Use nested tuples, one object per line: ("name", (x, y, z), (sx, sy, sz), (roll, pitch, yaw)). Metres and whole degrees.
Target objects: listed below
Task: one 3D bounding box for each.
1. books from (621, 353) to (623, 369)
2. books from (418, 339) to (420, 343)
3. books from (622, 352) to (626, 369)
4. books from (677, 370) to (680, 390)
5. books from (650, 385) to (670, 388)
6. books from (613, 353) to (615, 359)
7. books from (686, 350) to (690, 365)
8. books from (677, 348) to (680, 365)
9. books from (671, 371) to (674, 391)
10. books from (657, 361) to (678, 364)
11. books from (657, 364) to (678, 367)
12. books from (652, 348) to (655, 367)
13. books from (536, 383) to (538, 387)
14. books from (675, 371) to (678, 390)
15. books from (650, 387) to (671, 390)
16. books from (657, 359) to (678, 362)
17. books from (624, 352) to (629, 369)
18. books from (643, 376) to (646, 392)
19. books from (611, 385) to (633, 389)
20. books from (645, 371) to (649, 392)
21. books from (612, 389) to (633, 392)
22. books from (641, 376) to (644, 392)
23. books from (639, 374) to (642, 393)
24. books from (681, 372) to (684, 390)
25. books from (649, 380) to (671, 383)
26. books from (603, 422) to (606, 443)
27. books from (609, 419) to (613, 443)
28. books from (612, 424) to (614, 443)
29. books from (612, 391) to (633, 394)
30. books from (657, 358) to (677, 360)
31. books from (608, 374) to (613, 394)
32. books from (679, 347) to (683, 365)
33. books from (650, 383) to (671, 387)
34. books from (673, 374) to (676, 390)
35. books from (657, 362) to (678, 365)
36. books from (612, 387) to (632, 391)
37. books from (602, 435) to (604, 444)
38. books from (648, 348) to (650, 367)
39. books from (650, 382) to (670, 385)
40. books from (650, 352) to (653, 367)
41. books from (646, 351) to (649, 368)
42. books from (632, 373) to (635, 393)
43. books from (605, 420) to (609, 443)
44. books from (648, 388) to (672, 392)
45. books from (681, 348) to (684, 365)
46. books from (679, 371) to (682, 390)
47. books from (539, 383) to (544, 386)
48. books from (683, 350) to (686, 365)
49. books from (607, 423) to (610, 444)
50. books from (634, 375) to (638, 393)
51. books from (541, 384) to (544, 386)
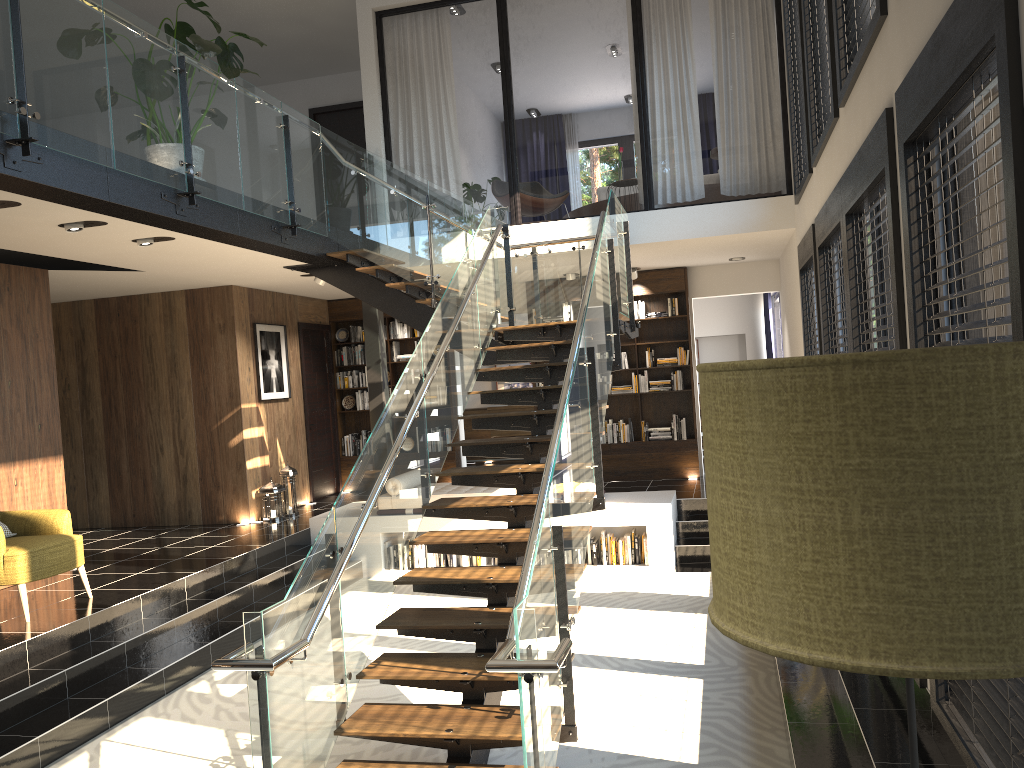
("books", (1.433, -0.296, 11.567), (0.030, 0.208, 0.119), (-4, 1, 13))
("books", (-1.253, -0.475, 12.188), (0.049, 0.286, 0.259), (-4, 1, 14))
("books", (1.455, -0.304, 11.541), (0.024, 0.220, 0.148), (-4, 1, 13))
("books", (2.137, -0.048, 11.354), (0.026, 0.251, 0.178), (-4, 1, 13))
("books", (1.915, 0.034, 11.440), (0.247, 0.022, 0.148), (-4, 0, 14))
("books", (1.345, -0.319, 11.555), (0.032, 0.265, 0.149), (-4, 1, 13))
("books", (2.252, -0.342, 11.349), (0.051, 0.194, 0.192), (-4, 1, 14))
("books", (2.146, -0.348, 11.394), (0.026, 0.219, 0.156), (-4, 1, 13))
("books", (2.065, -0.039, 11.374), (0.030, 0.244, 0.176), (-4, 1, 13))
("books", (2.006, -0.282, 11.436), (0.259, 0.020, 0.167), (-4, 0, 12))
("books", (2.010, -0.240, 11.441), (0.266, 0.021, 0.156), (-4, 0, 11))
("books", (1.834, -0.339, 11.488), (0.025, 0.243, 0.119), (-4, 1, 13))
("books", (0.351, 0.086, 11.847), (0.025, 0.227, 0.156), (-4, 1, 13))
("books", (2.119, -0.044, 11.380), (0.023, 0.246, 0.147), (-4, 1, 13))
("books", (1.914, 0.056, 11.431), (0.274, 0.022, 0.156), (-4, 0, 10))
("books", (2.004, -0.302, 11.434), (0.260, 0.020, 0.167), (-4, 0, 11))
("books", (1.489, -0.306, 11.535), (0.046, 0.219, 0.145), (-4, 1, 13))
("books", (1.715, 0.001, 11.452), (0.026, 0.210, 0.184), (-4, 1, 13))
("books", (1.430, 0.039, 11.545), (0.274, 0.025, 0.156), (-4, 0, 17))
("books", (1.743, -0.035, 11.455), (0.031, 0.277, 0.168), (-4, 1, 13))
("books", (1.433, 0.088, 11.545), (0.275, 0.025, 0.156), (-4, 0, 9))
("books", (1.693, 0.000, 11.477), (0.029, 0.214, 0.149), (-4, 1, 13))
("books", (1.669, -0.007, 11.495), (0.025, 0.232, 0.156), (-4, 1, 13))
("books", (2.188, -0.038, 11.383), (0.012, 0.224, 0.097), (-4, 1, 13))
("books", (1.909, -0.030, 11.433), (0.272, 0.022, 0.156), (-4, 0, 12))
("books", (1.218, 0.634, 11.616), (0.031, 0.280, 0.141), (-4, 1, 13))
("books", (1.302, 0.616, 11.589), (0.032, 0.306, 0.155), (-4, 1, 13))
("books", (1.327, 0.644, 11.571), (0.023, 0.246, 0.148), (-4, 1, 13))
("books", (1.435, 0.113, 11.547), (0.274, 0.025, 0.156), (-4, 0, 10))
("books", (2.006, -0.322, 11.448), (0.246, 0.021, 0.148), (-4, 0, 13))
("books", (1.286, 0.005, 11.579), (0.067, 0.261, 0.159), (-4, 1, 13))
("books", (2.169, -0.360, 11.379), (0.028, 0.240, 0.187), (-4, 1, 13))
("books", (1.911, 0.012, 11.429), (0.268, 0.022, 0.156), (-4, 0, 9))
("books", (2.095, -0.026, 11.378), (0.025, 0.212, 0.167), (-4, 1, 13))
("books", (2.009, -0.261, 11.442), (0.272, 0.021, 0.156), (-4, 0, 12))
("books", (1.431, 0.063, 11.541), (0.261, 0.024, 0.167), (-4, 0, 10))
("books", (1.191, 0.669, 11.614), (0.025, 0.214, 0.170), (-4, 1, 13))
("books", (1.781, -0.344, 11.485), (0.023, 0.261, 0.146), (-4, 1, 13))
("books", (1.909, -0.009, 11.427), (0.260, 0.021, 0.167), (-4, 0, 11))
("books", (1.803, -0.313, 11.464), (0.026, 0.196, 0.147), (-4, 1, 13))
("books", (1.761, -0.322, 11.493), (0.024, 0.219, 0.174), (-4, 1, 13))
("books", (1.585, -0.016, 11.508), (0.026, 0.263, 0.156), (-4, 1, 13))
("books", (1.248, 0.623, 11.608), (0.032, 0.298, 0.169), (-4, 1, 13))
("books", (1.913, 0.080, 11.420), (0.288, 0.026, 0.175), (-4, 0, 18))
("books", (2.198, -0.354, 11.390), (0.023, 0.225, 0.146), (-4, 1, 13))
("books", (2.167, -0.048, 11.371), (0.022, 0.247, 0.132), (-4, 1, 13))
("books", (0.396, 0.056, 11.806), (0.028, 0.282, 0.168), (-4, 1, 13))
("books", (2.216, -0.337, 11.357), (0.023, 0.189, 0.197), (-4, 1, 13))
("books", (1.271, 0.643, 11.578), (0.025, 0.255, 0.202), (-4, 1, 13))
("books", (1.619, -0.003, 11.511), (0.037, 0.232, 0.231), (-4, 1, 13))
("books", (0.426, 0.095, 11.798), (0.028, 0.199, 0.175), (-4, 1, 13))
